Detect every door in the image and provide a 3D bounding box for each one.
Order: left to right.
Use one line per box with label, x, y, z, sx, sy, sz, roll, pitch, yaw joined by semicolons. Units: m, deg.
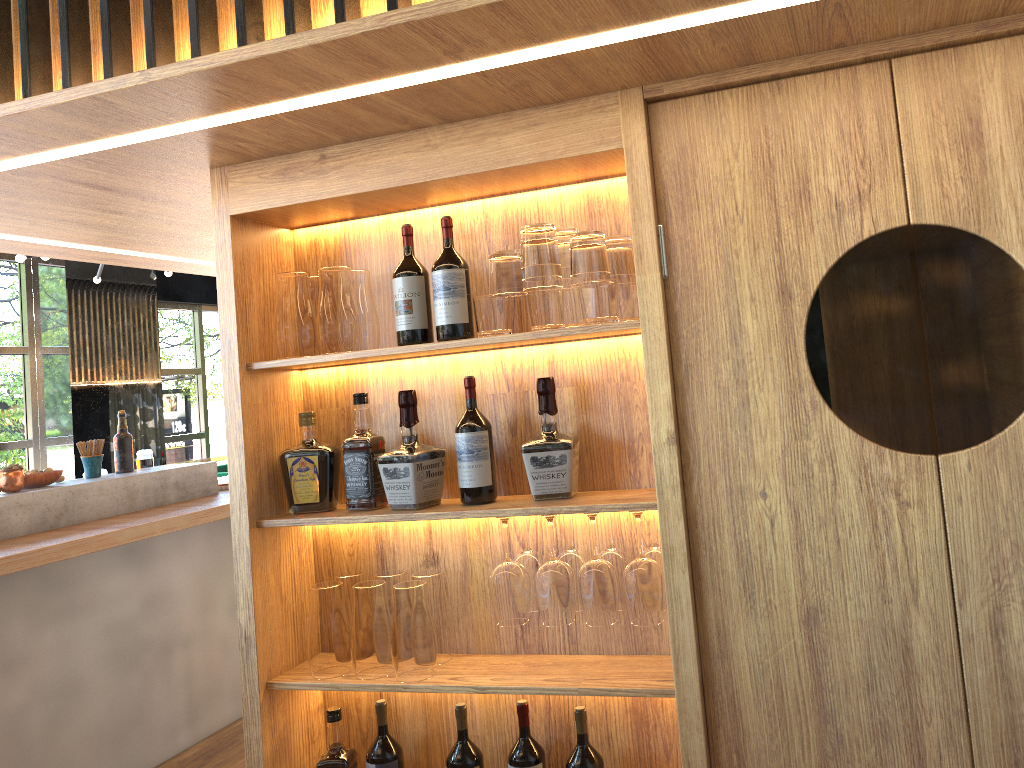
door;1.134;0.304;3.748;2.090;2.060;4.214;-6;-1;22

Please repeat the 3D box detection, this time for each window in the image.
window;-3.257;-1.523;5.569;4.013;6.513;20.954;-6;-1;23

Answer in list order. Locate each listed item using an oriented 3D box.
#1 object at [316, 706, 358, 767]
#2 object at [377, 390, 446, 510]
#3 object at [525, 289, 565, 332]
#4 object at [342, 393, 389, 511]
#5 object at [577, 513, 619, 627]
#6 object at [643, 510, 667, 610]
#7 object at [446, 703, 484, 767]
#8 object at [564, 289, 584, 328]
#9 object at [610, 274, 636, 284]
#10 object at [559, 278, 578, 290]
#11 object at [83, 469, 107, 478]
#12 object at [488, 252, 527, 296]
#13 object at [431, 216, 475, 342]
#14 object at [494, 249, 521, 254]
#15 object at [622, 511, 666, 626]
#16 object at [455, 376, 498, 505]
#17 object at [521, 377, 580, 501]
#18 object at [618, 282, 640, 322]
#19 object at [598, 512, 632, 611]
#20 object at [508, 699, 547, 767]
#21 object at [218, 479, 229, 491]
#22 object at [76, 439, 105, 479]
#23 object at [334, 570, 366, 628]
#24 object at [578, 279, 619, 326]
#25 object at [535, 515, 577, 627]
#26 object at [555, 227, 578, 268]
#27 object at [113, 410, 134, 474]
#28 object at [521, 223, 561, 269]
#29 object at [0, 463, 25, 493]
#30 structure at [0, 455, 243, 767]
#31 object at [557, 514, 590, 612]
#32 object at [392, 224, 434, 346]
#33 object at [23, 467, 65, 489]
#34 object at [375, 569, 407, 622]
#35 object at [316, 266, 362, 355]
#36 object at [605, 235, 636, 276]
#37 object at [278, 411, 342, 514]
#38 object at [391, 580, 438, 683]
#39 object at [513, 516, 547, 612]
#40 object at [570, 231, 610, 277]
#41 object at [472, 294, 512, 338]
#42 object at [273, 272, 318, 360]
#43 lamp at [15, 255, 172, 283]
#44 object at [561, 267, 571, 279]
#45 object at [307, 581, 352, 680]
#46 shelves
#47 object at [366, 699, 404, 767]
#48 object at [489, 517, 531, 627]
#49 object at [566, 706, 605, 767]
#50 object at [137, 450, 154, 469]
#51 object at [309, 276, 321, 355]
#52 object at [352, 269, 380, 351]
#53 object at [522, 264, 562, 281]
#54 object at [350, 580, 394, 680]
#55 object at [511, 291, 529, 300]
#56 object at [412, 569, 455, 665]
object;-0.425;0.934;2.161;0.083;0.283;0.083;-5;-4;5
object;-0.240;0.154;2.121;0.118;0.281;0.129;-7;-4;34
object;0.079;-0.166;2.024;0.087;0.092;0.090;-6;-2;11
object;-0.362;0.163;2.175;0.081;0.283;0.085;-6;-4;20
object;0.184;0.395;1.939;0.097;0.246;0.088;-2;-5;-41
object;0.326;0.382;2.019;0.094;0.246;0.091;-4;-4;-8
object;-0.108;0.898;2.066;0.089;0.300;0.083;-3;-4;-21
object;0.154;-0.173;2.080;0.085;0.092;0.092;-6;-2;31
object;0.244;-0.274;2.063;0.088;0.092;0.089;-5;-2;3
object;0.123;-0.263;2.061;0.087;0.092;0.090;-5;-2;10
object;-1.905;0.475;4.087;0.108;0.172;0.140;-6;-3;15
object;-1.297;0.073;0.347;0.100;0.503;4.344;-8;-2;38
object;-0.143;-0.246;2.082;0.089;0.299;0.083;-3;-4;-21
object;0.000;-0.272;2.133;0.093;0.092;0.084;-4;-3;-34
object;0.280;0.386;1.909;0.097;0.246;0.088;-2;-5;-41
object;-0.089;0.130;2.095;0.089;0.299;0.083;-3;-4;-21
object;0.089;0.124;2.066;0.122;0.281;0.124;-6;-3;9
object;0.273;-0.184;2.053;0.084;0.092;0.093;-7;-3;45
object;0.230;0.391;2.050;0.094;0.246;0.091;-4;-4;-8
object;0.036;0.884;2.046;0.089;0.300;0.083;-3;-4;-21
object;-1.409;0.499;4.440;0.314;0.037;0.283;-5;0;-41
object;-1.791;0.318;3.778;0.107;0.162;0.102;-3;-4;-35
object;-0.403;0.584;2.247;0.110;0.210;0.100;-3;-4;-35
object;0.191;-0.176;1.933;0.084;0.092;0.093;-7;-3;45
object;0.093;0.404;1.969;0.097;0.246;0.088;-2;-5;-41
object;0.119;-0.311;2.064;0.087;0.092;0.091;-6;-2;16
object;-1.726;0.255;3.941;0.078;0.277;0.071;-2;-5;-33
object;0.061;-0.306;1.979;0.086;0.092;0.092;-6;-2;24
object;-1.908;0.355;3.314;0.160;0.107;0.086;-5;-2;-24
structure;-0.177;0.587;3.507;5.665;1.735;7.333;-5;0;21
object;0.139;0.400;2.080;0.094;0.246;0.091;-4;-4;-8
object;-0.243;-0.237;2.140;0.089;0.300;0.083;-3;-4;-21
object;-1.880;0.369;3.529;0.185;0.073;0.236;-6;-1;40
object;-0.294;0.574;2.204;0.110;0.210;0.100;-3;-4;-35
object;-0.423;-0.178;2.155;0.110;0.210;0.100;-3;-4;-35
object;0.242;-0.295;2.064;0.086;0.092;0.091;-6;-2;17
object;-0.503;0.194;2.219;0.150;0.249;0.095;-5;-4;8
object;-0.229;0.568;2.051;0.110;0.210;0.100;-3;-4;-35
object;0.038;0.409;2.112;0.094;0.246;0.091;-4;-4;-8
object;0.170;-0.288;1.970;0.086;0.092;0.092;-6;-2;24
object;-0.043;-0.155;2.036;0.087;0.092;0.090;-6;-2;11
object;-0.534;-0.168;2.181;0.110;0.210;0.100;-3;-4;-35
lamp;-1.973;-1.921;5.426;4.930;1.828;19.454;-5;0;22
object;0.121;-0.285;2.062;0.087;0.092;0.090;-5;-2;10
object;-0.439;0.587;2.132;0.110;0.210;0.100;-3;-4;-35
shelves;-0.099;0.416;2.092;1.077;2.063;0.288;-6;-4;18
object;-0.305;0.916;2.138;0.089;0.300;0.083;-3;-4;-21
object;-0.008;0.413;2.002;0.097;0.246;0.088;-2;-5;-41
object;0.164;0.872;1.974;0.089;0.299;0.083;-3;-4;-21
object;-1.765;0.432;4.279;0.078;0.233;0.071;-2;-5;-37
object;-0.495;-0.171;2.290;0.110;0.210;0.100;-3;-4;-35
object;-0.391;-0.181;2.243;0.110;0.210;0.100;-3;-4;-35
object;0.063;-0.280;1.978;0.086;0.092;0.092;-6;-2;24
object;-0.330;0.577;2.097;0.110;0.210;0.100;-3;-4;-35
object;0.001;-0.252;2.132;0.086;0.092;0.092;-6;-2;24
object;-0.197;0.565;2.161;0.110;0.210;0.100;-3;-4;-35
